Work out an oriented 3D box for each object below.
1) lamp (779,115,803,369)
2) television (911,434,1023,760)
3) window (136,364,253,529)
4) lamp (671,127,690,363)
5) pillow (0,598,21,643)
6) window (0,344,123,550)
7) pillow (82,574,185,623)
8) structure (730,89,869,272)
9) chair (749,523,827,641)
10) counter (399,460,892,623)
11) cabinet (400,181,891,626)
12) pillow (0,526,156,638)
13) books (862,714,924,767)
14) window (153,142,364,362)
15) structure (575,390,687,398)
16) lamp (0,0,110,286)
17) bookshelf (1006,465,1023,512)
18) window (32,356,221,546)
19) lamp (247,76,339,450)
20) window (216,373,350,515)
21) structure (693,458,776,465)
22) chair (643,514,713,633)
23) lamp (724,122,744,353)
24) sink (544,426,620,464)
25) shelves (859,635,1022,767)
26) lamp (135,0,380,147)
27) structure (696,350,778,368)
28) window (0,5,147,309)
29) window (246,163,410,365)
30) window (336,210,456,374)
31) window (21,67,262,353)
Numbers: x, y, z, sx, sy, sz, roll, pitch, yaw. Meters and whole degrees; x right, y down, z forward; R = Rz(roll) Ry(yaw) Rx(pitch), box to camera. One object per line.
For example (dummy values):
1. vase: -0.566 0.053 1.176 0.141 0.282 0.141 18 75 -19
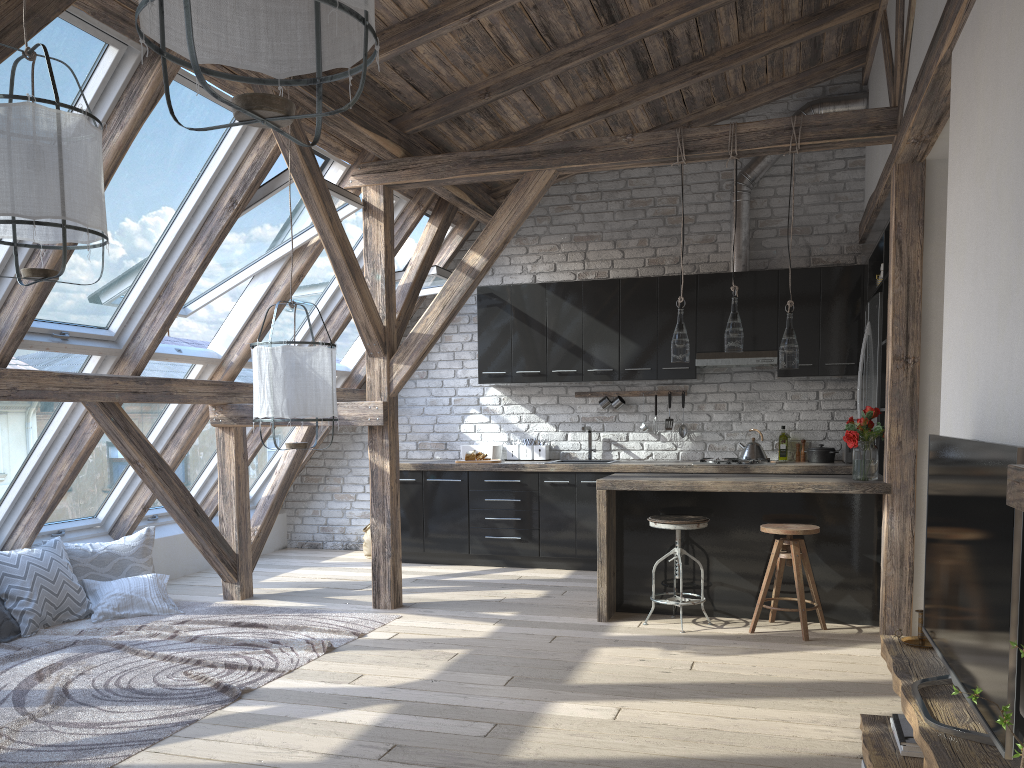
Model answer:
1. lamp: 1.529 -0.760 4.830 0.109 1.352 0.223 1 5 19
2. television: 1.167 0.494 2.266 0.207 0.710 1.098 1 0 17
3. window: -2.315 0.436 6.570 1.096 1.286 0.850 0 3 17
4. lamp: 0.953 -0.774 5.005 0.108 1.299 0.223 1 5 19
5. pillow: -3.131 1.160 4.523 0.467 0.566 1.268 0 -1 18
6. window: -2.857 0.377 4.819 1.096 1.286 0.850 0 3 17
7. pillow: -2.417 1.361 5.607 0.535 0.243 0.474 0 -1 -31
8. structure: 2.164 -1.494 6.690 0.982 1.295 0.168 0 5 17
9. chair: 1.553 1.094 4.933 0.340 0.600 0.339 2 4 37
10. counter: 0.541 1.034 6.354 3.812 0.858 2.233 -1 -1 17
11. cabinet: 0.747 0.200 6.288 4.214 2.528 2.080 -1 2 17
12. pillow: -2.764 1.224 5.560 0.501 0.537 1.150 0 -1 22
13. books: 1.247 1.180 2.708 0.290 0.266 0.358 0 0 17
14. window: -1.694 -0.810 5.311 1.406 1.286 0.850 0 3 17
15. structure: 0.967 0.081 7.250 0.932 0.046 0.081 -1 -1 17
16. lamp: -1.491 -0.977 2.722 0.407 1.315 0.396 -1 4 -7
17. bookshelf: 0.405 0.637 0.065 0.348 1.181 1.617 1 1 17
18. window: -2.586 0.407 5.695 1.096 1.286 0.850 0 3 17
19. lamp: -1.046 -0.632 4.170 0.406 1.910 0.397 -3 6 -32
20. window: -2.044 0.466 7.446 1.096 1.286 0.850 0 3 17
21. structure: 1.726 0.596 6.803 0.605 0.032 0.494 -1 -2 17
22. chair: 0.967 1.088 5.122 0.352 0.641 0.352 -3 4 -39
23. lamp: 1.232 -0.806 4.924 0.108 1.248 0.237 2 5 29
24. sink: 0.584 0.605 7.152 0.526 0.519 0.511 0 2 17
25. shelves: 1.128 1.077 2.320 0.331 0.452 1.597 0 -1 17
26. lamp: -0.437 -0.996 1.484 0.399 1.092 0.405 -3 5 -32
27. structure: 1.751 -0.190 6.837 0.600 0.104 0.367 -1 -2 17
28. window: -2.189 -0.870 3.546 1.096 1.286 0.850 0 3 17
29. window: -1.376 -0.781 6.172 1.096 1.286 0.850 0 3 17
30. window: -1.164 -0.750 7.066 1.520 1.286 0.850 0 3 17
31. window: -1.918 -0.840 4.421 1.096 1.286 0.850 0 3 17
